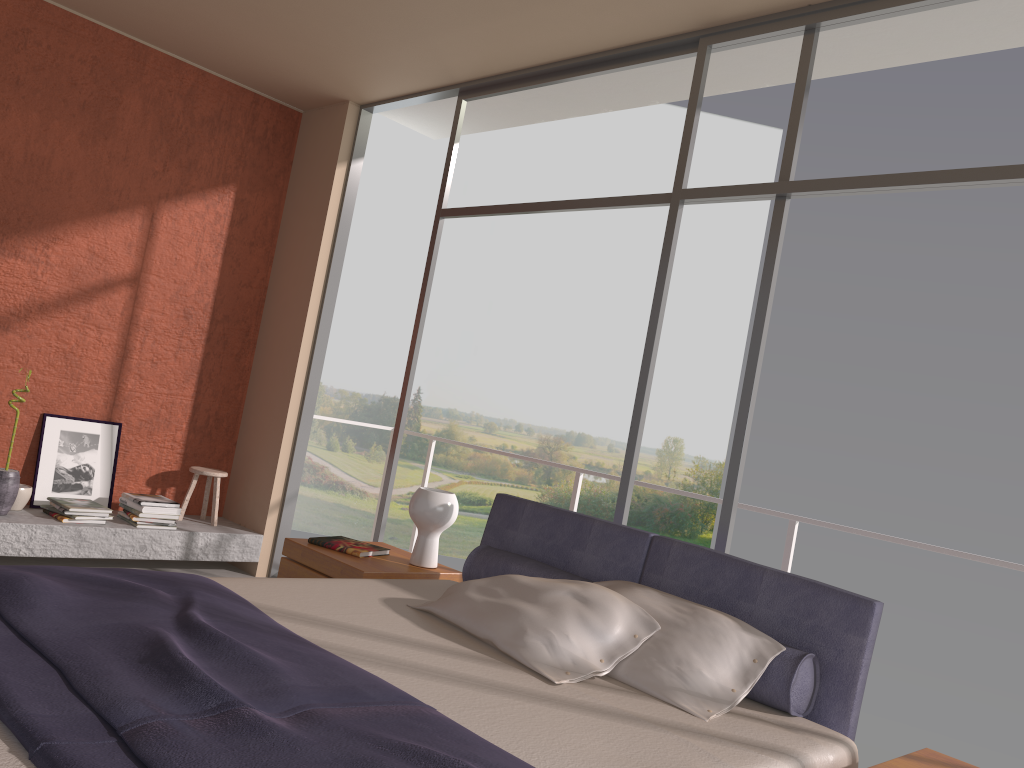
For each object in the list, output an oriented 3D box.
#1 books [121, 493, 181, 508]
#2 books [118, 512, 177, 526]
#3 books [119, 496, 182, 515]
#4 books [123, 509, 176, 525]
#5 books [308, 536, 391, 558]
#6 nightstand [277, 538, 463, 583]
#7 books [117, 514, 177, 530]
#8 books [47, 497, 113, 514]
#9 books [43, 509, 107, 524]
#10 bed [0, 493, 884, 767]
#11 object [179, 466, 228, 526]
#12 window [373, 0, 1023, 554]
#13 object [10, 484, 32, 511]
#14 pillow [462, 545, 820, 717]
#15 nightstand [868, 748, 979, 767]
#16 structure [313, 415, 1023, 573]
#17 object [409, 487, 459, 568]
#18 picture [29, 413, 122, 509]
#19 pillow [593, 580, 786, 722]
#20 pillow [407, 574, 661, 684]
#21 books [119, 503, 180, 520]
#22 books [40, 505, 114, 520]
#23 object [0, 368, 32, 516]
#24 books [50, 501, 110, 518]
[{"bbox_3d":[-2.188,0.705,5.375,0.287,0.025,0.247,8,-4,45],"label":"books"},{"bbox_3d":[-2.208,0.816,5.369,0.287,0.018,0.247,8,-4,45],"label":"books"},{"bbox_3d":[-2.189,0.737,5.369,0.319,0.038,0.247,8,-4,43],"label":"books"},{"bbox_3d":[-2.190,0.797,5.350,0.247,0.025,0.287,12,-3,-34],"label":"books"},{"bbox_3d":[-0.741,0.741,4.048,0.287,0.025,0.247,9,-3,26],"label":"books"},{"bbox_3d":[-0.673,1.048,3.998,0.562,0.556,0.628,13,-4,-44],"label":"nightstand"},{"bbox_3d":[-2.207,0.835,5.364,0.247,0.018,0.328,13,-4,-43],"label":"books"},{"bbox_3d":[-2.489,0.698,5.108,0.328,0.018,0.247,8,-4,42],"label":"books"},{"bbox_3d":[-2.513,0.761,5.095,0.287,0.025,0.247,8,-4,42],"label":"books"},{"bbox_3d":[-0.388,0.831,2.419,2.462,0.959,2.017,13,-4,-44],"label":"bed"},{"bbox_3d":[-1.988,0.730,5.760,0.260,0.349,0.257,10,-3,15],"label":"object"},{"bbox_3d":[1.519,0.107,2.999,0.075,3.133,6.106,13,-4,-44],"label":"window"},{"bbox_3d":[-2.830,0.642,5.028,0.179,0.137,0.180,12,-3,-32],"label":"object"},{"bbox_3d":[0.372,0.825,3.140,0.205,0.201,1.470,13,-4,-44],"label":"pillow"},{"bbox_3d":[1.163,1.302,2.117,0.562,0.556,0.628,13,-4,-44],"label":"nightstand"},{"bbox_3d":[1.484,1.120,3.374,0.728,1.005,7.689,13,-4,-44],"label":"structure"},{"bbox_3d":[-0.368,0.646,3.986,0.224,0.338,0.224,12,-3,-33],"label":"object"},{"bbox_3d":[-2.622,0.482,5.352,0.458,0.550,0.117,13,-4,-44],"label":"picture"},{"bbox_3d":[0.424,0.810,2.805,0.400,0.265,0.791,13,-3,-42],"label":"pillow"},{"bbox_3d":[0.045,0.755,2.931,0.431,0.264,0.869,12,-3,-37],"label":"pillow"},{"bbox_3d":[-2.195,0.769,5.367,0.247,0.027,0.328,13,-4,-43],"label":"books"},{"bbox_3d":[-2.505,0.739,5.111,0.328,0.018,0.247,9,-3,30],"label":"books"},{"bbox_3d":[-2.731,0.310,4.841,0.165,0.810,0.165,12,-3,-21],"label":"object"},{"bbox_3d":[-2.489,0.720,5.104,0.247,0.025,0.287,13,-4,-42],"label":"books"}]
